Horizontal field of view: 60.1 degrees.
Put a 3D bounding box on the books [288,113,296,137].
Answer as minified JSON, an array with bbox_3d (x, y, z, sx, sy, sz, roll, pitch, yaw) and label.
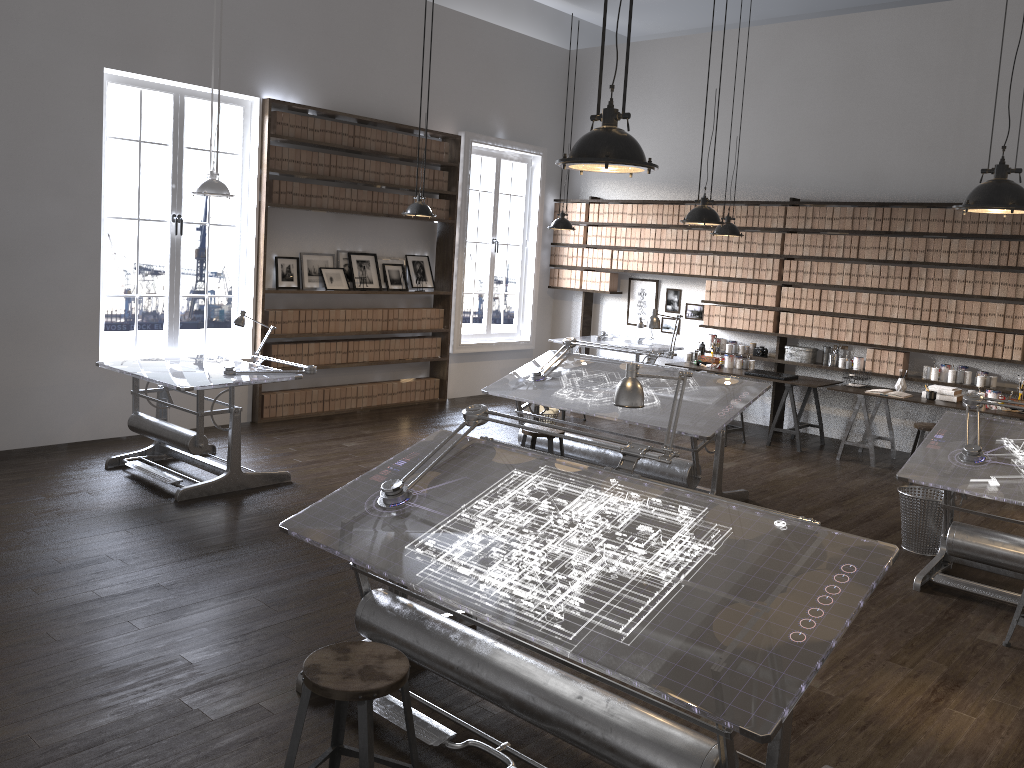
[{"bbox_3d":[-2.132,-2.442,8.390,0.175,0.224,0.067,9,8,41],"label":"books"}]

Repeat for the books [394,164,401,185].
[{"bbox_3d":[-1.270,-2.221,9.411,0.175,0.224,0.067,9,8,41],"label":"books"}]

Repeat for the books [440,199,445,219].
[{"bbox_3d":[-0.839,-1.961,9.952,0.175,0.224,0.067,9,8,41],"label":"books"}]

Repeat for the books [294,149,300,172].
[{"bbox_3d":[-2.106,-2.132,8.474,0.175,0.224,0.067,9,8,41],"label":"books"}]

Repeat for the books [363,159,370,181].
[{"bbox_3d":[-1.543,-2.192,9.103,0.175,0.224,0.067,9,8,41],"label":"books"}]

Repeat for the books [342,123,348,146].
[{"bbox_3d":[-1.719,-2.486,8.853,0.175,0.224,0.067,9,8,41],"label":"books"}]

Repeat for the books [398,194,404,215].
[{"bbox_3d":[-1.244,-1.917,9.491,0.175,0.224,0.067,9,8,41],"label":"books"}]

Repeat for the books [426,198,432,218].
[{"bbox_3d":[-0.973,-1.947,9.801,0.175,0.224,0.067,9,8,41],"label":"books"}]

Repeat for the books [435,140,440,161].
[{"bbox_3d":[-0.886,-2.576,9.798,0.175,0.224,0.067,9,8,41],"label":"books"}]

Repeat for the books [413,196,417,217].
[{"bbox_3d":[-1.111,-1.932,9.642,0.175,0.224,0.067,9,8,41],"label":"books"}]

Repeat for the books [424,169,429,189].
[{"bbox_3d":[-0.998,-2.250,9.719,0.175,0.224,0.067,9,8,41],"label":"books"}]

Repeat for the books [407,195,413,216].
[{"bbox_3d":[-1.160,-1.927,9.590,0.175,0.224,0.067,9,8,41],"label":"books"}]

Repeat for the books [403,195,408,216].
[{"bbox_3d":[-1.203,-1.923,9.544,0.175,0.224,0.067,9,8,41],"label":"books"}]

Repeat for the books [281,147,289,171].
[{"bbox_3d":[-2.193,-2.122,8.371,0.175,0.224,0.067,9,8,41],"label":"books"}]

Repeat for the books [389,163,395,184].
[{"bbox_3d":[-1.320,-2.216,9.361,0.175,0.224,0.067,9,8,41],"label":"books"}]

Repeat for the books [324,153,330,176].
[{"bbox_3d":[-1.877,-2.157,8.735,0.175,0.224,0.067,9,8,41],"label":"books"}]

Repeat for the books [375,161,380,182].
[{"bbox_3d":[-1.456,-2.202,9.206,0.175,0.224,0.067,9,8,41],"label":"books"}]

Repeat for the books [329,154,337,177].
[{"bbox_3d":[-1.823,-2.162,8.787,0.175,0.224,0.067,9,8,41],"label":"books"}]

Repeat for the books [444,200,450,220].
[{"bbox_3d":[-0.794,-1.967,10.005,0.175,0.224,0.067,9,8,41],"label":"books"}]

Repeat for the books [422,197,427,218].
[{"bbox_3d":[-1.022,-1.943,9.751,0.175,0.224,0.067,9,8,41],"label":"books"}]

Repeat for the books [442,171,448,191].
[{"bbox_3d":[-0.803,-2.272,9.942,0.175,0.224,0.067,9,8,41],"label":"books"}]

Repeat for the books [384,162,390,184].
[{"bbox_3d":[-1.367,-2.212,9.310,0.175,0.224,0.067,9,8,41],"label":"books"}]

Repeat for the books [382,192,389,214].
[{"bbox_3d":[-1.384,-1.903,9.335,0.175,0.224,0.067,9,8,41],"label":"books"}]

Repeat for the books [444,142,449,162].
[{"bbox_3d":[-0.789,-2.585,9.901,0.175,0.224,0.067,9,8,41],"label":"books"}]

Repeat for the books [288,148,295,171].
[{"bbox_3d":[-2.146,-2.128,8.426,0.175,0.224,0.067,9,8,41],"label":"books"}]

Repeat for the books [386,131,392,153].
[{"bbox_3d":[-1.341,-2.527,9.283,0.175,0.224,0.067,9,8,41],"label":"books"}]

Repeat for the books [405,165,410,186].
[{"bbox_3d":[-1.183,-2.231,9.514,0.175,0.224,0.067,9,8,41],"label":"books"}]

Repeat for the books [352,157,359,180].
[{"bbox_3d":[-1.640,-2.181,8.992,0.175,0.224,0.067,9,8,41],"label":"books"}]

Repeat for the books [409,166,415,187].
[{"bbox_3d":[-1.135,-2.235,9.561,0.175,0.224,0.067,9,8,41],"label":"books"}]

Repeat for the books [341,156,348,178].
[{"bbox_3d":[-1.733,-2.172,8.894,0.175,0.224,0.067,9,8,41],"label":"books"}]

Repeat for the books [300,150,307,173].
[{"bbox_3d":[-2.058,-2.136,8.521,0.175,0.224,0.067,9,8,41],"label":"books"}]

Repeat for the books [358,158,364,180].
[{"bbox_3d":[-1.594,-2.187,9.049,0.175,0.224,0.067,9,8,41],"label":"books"}]

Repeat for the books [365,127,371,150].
[{"bbox_3d":[-1.528,-2.506,9.066,0.175,0.224,0.067,9,8,41],"label":"books"}]

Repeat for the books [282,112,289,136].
[{"bbox_3d":[-2.177,-2.436,8.333,0.175,0.224,0.067,9,8,41],"label":"books"}]

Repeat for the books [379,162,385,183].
[{"bbox_3d":[-1.408,-2.206,9.253,0.175,0.224,0.067,9,8,41],"label":"books"}]

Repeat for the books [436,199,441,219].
[{"bbox_3d":[-0.878,-1.956,9.902,0.175,0.224,0.067,9,8,41],"label":"books"}]

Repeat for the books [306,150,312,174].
[{"bbox_3d":[-2.018,-2.142,8.575,0.175,0.224,0.067,9,8,41],"label":"books"}]

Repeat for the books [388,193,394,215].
[{"bbox_3d":[-1.340,-1.908,9.391,0.175,0.224,0.067,9,8,41],"label":"books"}]

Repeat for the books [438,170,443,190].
[{"bbox_3d":[-0.855,-2.266,9.887,0.175,0.224,0.067,9,8,41],"label":"books"}]

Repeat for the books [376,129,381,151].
[{"bbox_3d":[-1.439,-2.517,9.177,0.175,0.224,0.067,9,8,41],"label":"books"}]

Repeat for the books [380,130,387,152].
[{"bbox_3d":[-1.391,-2.522,9.228,0.175,0.224,0.067,9,8,41],"label":"books"}]

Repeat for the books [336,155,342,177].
[{"bbox_3d":[-1.778,-2.168,8.846,0.175,0.224,0.067,9,8,41],"label":"books"}]

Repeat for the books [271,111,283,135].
[{"bbox_3d":[-2.225,-2.431,8.279,0.175,0.224,0.067,9,8,41],"label":"books"}]

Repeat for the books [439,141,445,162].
[{"bbox_3d":[-0.839,-2.581,9.851,0.175,0.224,0.067,9,8,41],"label":"books"}]

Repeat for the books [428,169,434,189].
[{"bbox_3d":[-0.954,-2.256,9.775,0.175,0.224,0.067,9,8,41],"label":"books"}]

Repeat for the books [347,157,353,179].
[{"bbox_3d":[-1.688,-2.176,8.938,0.175,0.224,0.067,9,8,41],"label":"books"}]

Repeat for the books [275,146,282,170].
[{"bbox_3d":[-2.243,-2.118,8.321,0.175,0.224,0.067,9,8,41],"label":"books"}]

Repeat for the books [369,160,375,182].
[{"bbox_3d":[-1.497,-2.197,9.158,0.175,0.224,0.067,9,8,41],"label":"books"}]

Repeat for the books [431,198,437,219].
[{"bbox_3d":[-0.922,-1.952,9.853,0.175,0.224,0.067,9,8,41],"label":"books"}]

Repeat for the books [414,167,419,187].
[{"bbox_3d":[-1.095,-2.241,9.615,0.175,0.224,0.067,9,8,41],"label":"books"}]

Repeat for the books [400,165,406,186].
[{"bbox_3d":[-1.223,-2.226,9.466,0.175,0.224,0.067,9,8,41],"label":"books"}]

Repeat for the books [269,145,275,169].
[{"bbox_3d":[-2.290,-2.113,8.270,0.175,0.224,0.067,9,8,41],"label":"books"}]

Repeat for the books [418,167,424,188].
[{"bbox_3d":[-1.048,-2.246,9.669,0.175,0.224,0.067,9,8,41],"label":"books"}]

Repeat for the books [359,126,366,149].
[{"bbox_3d":[-1.576,-2.502,9.021,0.175,0.224,0.067,9,8,41],"label":"books"}]

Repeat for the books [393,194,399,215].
[{"bbox_3d":[-1.293,-1.913,9.444,0.175,0.224,0.067,9,8,41],"label":"books"}]

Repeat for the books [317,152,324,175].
[{"bbox_3d":[-1.921,-2.151,8.678,0.175,0.224,0.067,9,8,41],"label":"books"}]

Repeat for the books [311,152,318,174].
[{"bbox_3d":[-1.971,-2.147,8.628,0.175,0.224,0.067,9,8,41],"label":"books"}]

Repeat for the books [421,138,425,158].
[{"bbox_3d":[-1.015,-2.561,9.649,0.175,0.224,0.067,9,8,41],"label":"books"}]

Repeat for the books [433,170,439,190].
[{"bbox_3d":[-0.900,-2.260,9.827,0.175,0.224,0.067,9,8,41],"label":"books"}]
